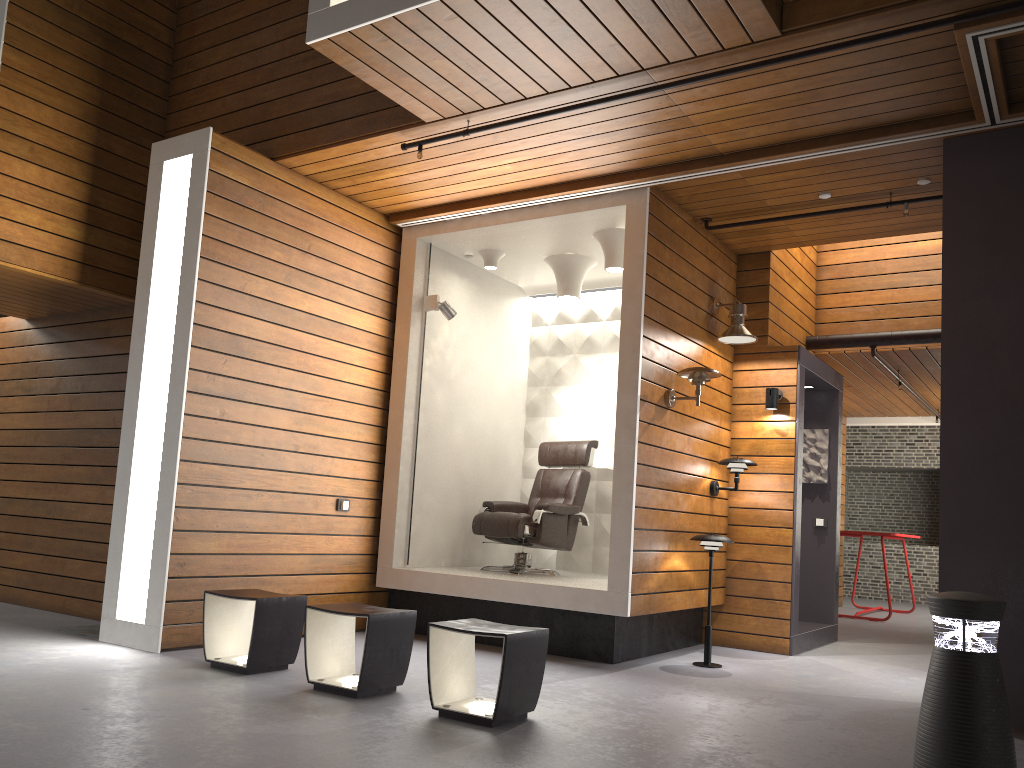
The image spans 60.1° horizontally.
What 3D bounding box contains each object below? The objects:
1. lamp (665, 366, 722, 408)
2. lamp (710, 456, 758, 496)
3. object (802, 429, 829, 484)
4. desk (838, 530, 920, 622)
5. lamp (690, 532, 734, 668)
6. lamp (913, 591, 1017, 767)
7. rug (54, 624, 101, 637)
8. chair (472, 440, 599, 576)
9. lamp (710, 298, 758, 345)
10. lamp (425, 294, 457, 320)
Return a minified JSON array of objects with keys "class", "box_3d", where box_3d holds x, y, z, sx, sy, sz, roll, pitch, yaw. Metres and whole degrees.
[{"class":"lamp","box_3d":[1.191,0.019,5.796,0.351,0.269,0.289,-2,-9,33]},{"class":"lamp","box_3d":[1.629,0.679,6.489,0.327,0.295,0.289,-1,-9,33]},{"class":"object","box_3d":[2.594,0.636,7.824,0.380,0.475,0.049,-1,-8,33]},{"class":"desk","box_3d":[4.312,2.283,10.636,0.844,0.980,1.726,-1,-9,33]},{"class":"lamp","box_3d":[1.294,1.405,5.799,0.287,0.858,0.289,1,-7,19]},{"class":"lamp","box_3d":[1.687,1.126,3.298,0.348,0.692,0.350,-2,-8,39]},{"class":"rug","box_3d":[-2.267,1.666,6.121,0.540,0.014,1.586,-2,-10,33]},{"class":"chair","box_3d":[0.180,0.943,6.963,0.828,1.066,0.756,10,-9,-41]},{"class":"lamp","box_3d":[1.629,-0.480,6.487,0.346,0.329,0.296,-2,-9,35]},{"class":"lamp","box_3d":[-0.534,-0.575,6.636,0.248,0.187,0.130,3,-7,2]}]
